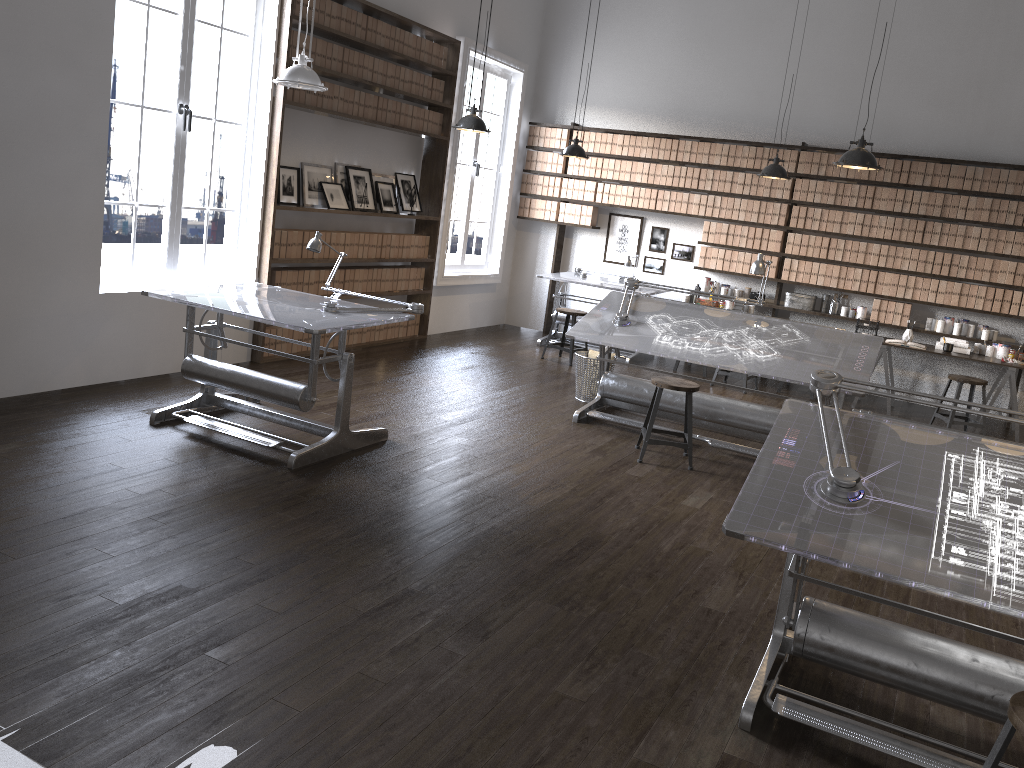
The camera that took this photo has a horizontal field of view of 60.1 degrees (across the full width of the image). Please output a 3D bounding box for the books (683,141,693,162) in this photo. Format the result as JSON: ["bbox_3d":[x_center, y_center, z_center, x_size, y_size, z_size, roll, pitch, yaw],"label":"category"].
[{"bbox_3d":[1.927,-2.514,9.607,0.067,0.224,0.175,12,11,25],"label":"books"}]

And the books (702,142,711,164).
[{"bbox_3d":[2.111,-2.471,9.515,0.067,0.224,0.175,12,11,25],"label":"books"}]

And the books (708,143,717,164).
[{"bbox_3d":[2.172,-2.458,9.491,0.067,0.224,0.175,12,11,25],"label":"books"}]

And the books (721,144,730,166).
[{"bbox_3d":[2.290,-2.430,9.429,0.067,0.224,0.175,12,11,25],"label":"books"}]

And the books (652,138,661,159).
[{"bbox_3d":[1.617,-2.586,9.756,0.067,0.224,0.175,12,11,25],"label":"books"}]

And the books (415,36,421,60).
[{"bbox_3d":[-0.953,-3.153,8.321,0.175,0.224,0.067,12,10,25],"label":"books"}]

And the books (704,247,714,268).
[{"bbox_3d":[2.152,-1.368,9.601,0.067,0.224,0.175,12,11,25],"label":"books"}]

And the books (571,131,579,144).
[{"bbox_3d":[0.749,-2.790,10.187,0.067,0.224,0.175,12,11,25],"label":"books"}]

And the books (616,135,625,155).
[{"bbox_3d":[1.242,-2.674,9.943,0.067,0.224,0.175,12,11,25],"label":"books"}]

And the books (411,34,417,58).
[{"bbox_3d":[-0.987,-3.144,8.260,0.175,0.224,0.067,12,10,25],"label":"books"}]

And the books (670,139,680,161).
[{"bbox_3d":[1.797,-2.544,9.669,0.067,0.224,0.175,12,11,25],"label":"books"}]

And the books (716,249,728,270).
[{"bbox_3d":[2.270,-1.340,9.540,0.067,0.224,0.175,12,11,25],"label":"books"}]

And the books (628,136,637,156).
[{"bbox_3d":[1.369,-2.645,9.883,0.067,0.224,0.175,12,11,25],"label":"books"}]

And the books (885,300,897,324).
[{"bbox_3d":[3.781,-0.714,8.833,0.067,0.224,0.175,12,11,25],"label":"books"}]

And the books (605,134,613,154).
[{"bbox_3d":[1.126,-2.701,9.996,0.067,0.224,0.175,12,11,25],"label":"books"}]

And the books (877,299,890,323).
[{"bbox_3d":[3.718,-0.729,8.864,0.067,0.224,0.175,12,11,25],"label":"books"}]

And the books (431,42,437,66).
[{"bbox_3d":[-0.826,-3.187,8.561,0.175,0.224,0.067,12,10,26],"label":"books"}]

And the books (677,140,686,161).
[{"bbox_3d":[1.866,-2.530,9.642,0.067,0.224,0.175,12,11,25],"label":"books"}]

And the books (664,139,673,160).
[{"bbox_3d":[1.734,-2.560,9.706,0.067,0.224,0.175,12,11,25],"label":"books"}]

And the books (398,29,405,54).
[{"bbox_3d":[-1.077,-3.115,8.066,0.175,0.224,0.067,12,10,25],"label":"books"}]

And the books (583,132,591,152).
[{"bbox_3d":[0.881,-2.759,10.123,0.067,0.224,0.175,12,11,25],"label":"books"}]

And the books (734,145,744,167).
[{"bbox_3d":[2.416,-2.401,9.374,0.067,0.224,0.175,12,11,25],"label":"books"}]

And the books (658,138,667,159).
[{"bbox_3d":[1.675,-2.574,9.732,0.067,0.224,0.175,12,11,25],"label":"books"}]

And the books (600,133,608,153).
[{"bbox_3d":[1.069,-2.715,10.030,0.067,0.224,0.175,12,11,25],"label":"books"}]

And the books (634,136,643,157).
[{"bbox_3d":[1.431,-2.631,9.855,0.067,0.224,0.175,12,11,25],"label":"books"}]

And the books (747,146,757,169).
[{"bbox_3d":[2.538,-2.371,9.306,0.067,0.224,0.175,12,11,25],"label":"books"}]

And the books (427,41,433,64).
[{"bbox_3d":[-0.860,-3.179,8.504,0.175,0.224,0.067,12,10,25],"label":"books"}]

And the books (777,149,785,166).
[{"bbox_3d":[2.789,-2.315,9.192,0.067,0.224,0.175,12,11,25],"label":"books"}]

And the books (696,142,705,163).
[{"bbox_3d":[2.054,-2.486,9.550,0.067,0.224,0.175,12,11,25],"label":"books"}]

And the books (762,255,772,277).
[{"bbox_3d":[2.699,-1.241,9.336,0.067,0.224,0.175,12,11,25],"label":"books"}]

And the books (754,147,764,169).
[{"bbox_3d":[2.602,-2.356,9.275,0.067,0.224,0.175,12,11,25],"label":"books"}]

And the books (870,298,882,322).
[{"bbox_3d":[3.656,-0.742,8.888,0.067,0.224,0.175,12,11,25],"label":"books"}]

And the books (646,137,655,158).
[{"bbox_3d":[1.554,-2.601,9.787,0.067,0.224,0.175,12,11,25],"label":"books"}]

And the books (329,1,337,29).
[{"bbox_3d":[-1.519,-2.991,7.201,0.175,0.224,0.067,12,10,26],"label":"books"}]

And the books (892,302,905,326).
[{"bbox_3d":[3.841,-0.699,8.799,0.067,0.224,0.175,12,11,25],"label":"books"}]

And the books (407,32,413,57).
[{"bbox_3d":[-1.015,-3.135,8.196,0.175,0.224,0.067,12,10,26],"label":"books"}]

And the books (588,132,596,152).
[{"bbox_3d":[0.942,-2.744,10.088,0.067,0.224,0.175,12,11,25],"label":"books"}]

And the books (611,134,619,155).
[{"bbox_3d":[1.187,-2.688,9.971,0.067,0.224,0.175,12,11,25],"label":"books"}]

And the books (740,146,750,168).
[{"bbox_3d":[2.476,-2.387,9.340,0.067,0.224,0.175,12,11,25],"label":"books"}]

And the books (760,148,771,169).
[{"bbox_3d":[2.660,-2.344,9.252,0.067,0.224,0.175,12,11,25],"label":"books"}]

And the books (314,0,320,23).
[{"bbox_3d":[-1.619,-2.965,7.014,0.175,0.224,0.067,12,10,26],"label":"books"}]

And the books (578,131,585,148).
[{"bbox_3d":[0.812,-2.774,10.150,0.067,0.224,0.175,12,11,25],"label":"books"}]

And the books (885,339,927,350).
[{"bbox_3d":[3.709,-0.380,8.335,0.356,0.029,0.257,13,13,25],"label":"books"}]

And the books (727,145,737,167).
[{"bbox_3d":[2.354,-2.416,9.402,0.067,0.224,0.175,12,11,25],"label":"books"}]

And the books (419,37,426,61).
[{"bbox_3d":[-0.918,-3.161,8.382,0.175,0.224,0.067,12,10,26],"label":"books"}]

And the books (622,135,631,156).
[{"bbox_3d":[1.305,-2.659,9.910,0.067,0.224,0.175,12,11,25],"label":"books"}]

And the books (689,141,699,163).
[{"bbox_3d":[1.991,-2.500,9.580,0.067,0.224,0.175,12,11,25],"label":"books"}]

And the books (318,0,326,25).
[{"bbox_3d":[-1.585,-2.973,7.075,0.175,0.224,0.067,12,10,26],"label":"books"}]

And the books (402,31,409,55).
[{"bbox_3d":[-1.044,-3.125,8.130,0.175,0.224,0.067,12,10,26],"label":"books"}]

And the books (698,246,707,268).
[{"bbox_3d":[2.091,-1.381,9.626,0.067,0.224,0.175,12,11,25],"label":"books"}]

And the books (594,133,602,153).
[{"bbox_3d":[1.006,-2.730,10.061,0.067,0.224,0.175,12,11,25],"label":"books"}]

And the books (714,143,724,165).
[{"bbox_3d":[2.227,-2.445,9.462,0.067,0.224,0.175,12,11,25],"label":"books"}]

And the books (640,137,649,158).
[{"bbox_3d":[1.491,-2.616,9.821,0.067,0.224,0.175,12,11,25],"label":"books"}]

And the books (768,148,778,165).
[{"bbox_3d":[2.727,-2.329,9.220,0.067,0.224,0.175,12,11,25],"label":"books"}]

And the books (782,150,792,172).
[{"bbox_3d":[2.849,-2.300,9.158,0.067,0.224,0.175,12,11,25],"label":"books"}]

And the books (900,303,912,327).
[{"bbox_3d":[3.906,-0.685,8.772,0.067,0.224,0.175,12,11,25],"label":"books"}]

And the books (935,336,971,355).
[{"bbox_3d":[4.147,-0.375,8.312,0.296,0.146,0.387,13,13,25],"label":"books"}]
